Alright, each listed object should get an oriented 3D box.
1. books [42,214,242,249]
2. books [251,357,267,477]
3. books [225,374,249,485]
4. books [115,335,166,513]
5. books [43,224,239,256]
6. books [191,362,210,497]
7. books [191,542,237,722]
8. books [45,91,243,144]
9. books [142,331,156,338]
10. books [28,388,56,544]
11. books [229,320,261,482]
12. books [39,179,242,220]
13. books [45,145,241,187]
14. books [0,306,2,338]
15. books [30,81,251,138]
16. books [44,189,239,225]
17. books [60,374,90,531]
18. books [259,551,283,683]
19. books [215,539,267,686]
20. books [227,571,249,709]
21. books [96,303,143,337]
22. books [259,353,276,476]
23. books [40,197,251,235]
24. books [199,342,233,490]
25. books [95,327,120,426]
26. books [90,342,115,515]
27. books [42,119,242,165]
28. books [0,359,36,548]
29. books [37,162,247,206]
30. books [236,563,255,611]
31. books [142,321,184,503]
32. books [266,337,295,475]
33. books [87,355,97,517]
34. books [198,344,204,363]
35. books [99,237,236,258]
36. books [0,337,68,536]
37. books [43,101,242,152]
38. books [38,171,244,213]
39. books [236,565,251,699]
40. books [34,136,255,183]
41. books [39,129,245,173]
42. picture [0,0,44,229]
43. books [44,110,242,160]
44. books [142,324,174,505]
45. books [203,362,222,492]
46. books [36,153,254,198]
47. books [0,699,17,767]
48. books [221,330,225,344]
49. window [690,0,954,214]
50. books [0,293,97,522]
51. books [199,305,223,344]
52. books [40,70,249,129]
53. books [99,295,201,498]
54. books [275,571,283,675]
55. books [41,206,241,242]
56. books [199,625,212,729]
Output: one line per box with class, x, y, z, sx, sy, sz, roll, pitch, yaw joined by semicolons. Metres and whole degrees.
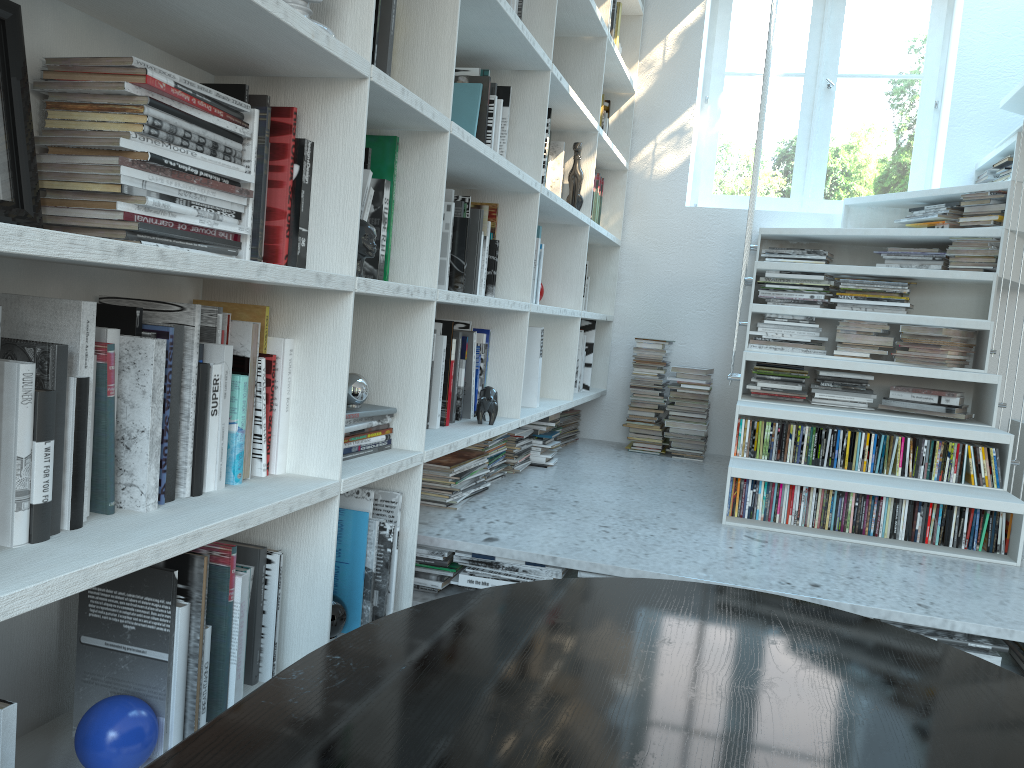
books;-0.551;-0.228;1.342;0.159;0.012;0.285;6;4;10
books;-0.511;0.051;1.568;0.169;0.212;0.042;6;5;15
books;-0.530;0.069;1.502;0.169;0.183;0.023;6;5;15
books;-0.594;0.049;1.276;0.191;0.245;0.026;6;5;15
books;-0.559;-0.217;1.345;0.161;0.012;0.254;6;5;17
books;-0.565;0.062;1.395;0.183;0.207;0.024;6;5;15
books;-0.531;0.394;1.439;0.169;0.294;0.015;6;5;15
books;-0.539;-0.396;1.328;0.161;0.012;0.254;6;4;11
books;-0.602;0.043;1.312;0.158;0.252;0.011;6;5;15
books;-0.642;0.091;1.086;0.174;0.184;0.029;6;5;15
books;-0.528;0.022;1.535;0.175;0.272;0.026;6;5;15
books;-0.559;-0.277;1.341;0.159;0.012;0.285;6;5;15
books;-0.543;-0.323;1.334;0.161;0.012;0.254;6;4;10
books;-0.663;0.044;1.021;0.166;0.282;0.013;6;5;15
books;-0.542;-0.408;1.328;0.159;0.012;0.285;6;5;17
books;-0.549;-0.264;1.339;0.161;0.012;0.254;6;4;10
books;-0.628;0.081;1.152;0.165;0.196;0.023;6;5;15
books;-0.498;0.412;1.607;0.167;0.239;0.010;6;5;15
books;-0.509;0.407;1.593;0.130;0.249;0.022;6;5;15
books;-0.525;0.418;1.457;0.180;0.244;0.021;6;5;15
books;-0.610;0.026;1.300;0.134;0.286;0.014;6;5;15
books;-0.505;0.047;1.593;0.166;0.217;0.011;6;5;15
books;-0.549;-0.252;1.340;0.159;0.012;0.285;7;5;20
books;-0.546;0.046;1.452;0.174;0.235;0.023;6;5;15
books;-0.626;0.043;1.258;0.136;0.255;0.025;6;5;15
books;-0.620;0.055;1.228;0.159;0.237;0.031;6;5;15
books;-0.544;-0.359;1.332;0.161;0.012;0.254;6;4;12
books;-0.652;0.075;1.061;0.174;0.217;0.023;6;5;15
books;-0.552;-0.300;1.338;0.159;0.012;0.285;6;5;17
books;-0.530;0.422;1.560;0.132;0.220;0.053;6;5;15
books;-0.576;0.037;1.335;0.161;0.265;0.028;6;5;15
books;-0.490;0.032;1.622;0.176;0.246;0.033;6;5;15
books;-0.635;0.064;1.205;0.140;0.221;0.025;6;5;15
books;-0.569;0.046;1.415;0.154;0.235;0.014;6;5;15
books;-0.556;-0.204;1.345;0.161;0.012;0.254;6;4;11
books;-0.639;0.062;1.113;0.165;0.238;0.029;6;5;15
books;-0.542;-0.384;1.330;0.161;0.012;0.254;6;4;12
books;-0.555;-0.288;1.340;0.159;0.012;0.285;6;5;16
books;-0.523;0.420;1.518;0.146;0.233;0.024;6;5;15
books;-0.542;-0.335;1.333;0.159;0.012;0.285;7;5;20
books;-0.545;-0.347;1.333;0.161;0.012;0.254;7;5;18
picture;-0.684;-0.340;1.030;0.077;0.300;0.300;6;5;15
books;-0.541;-0.371;1.330;0.161;0.012;0.254;6;4;11
books;-0.588;0.039;1.319;0.181;0.262;0.010;6;5;15
books;-0.554;0.062;1.431;0.167;0.204;0.023;6;5;15
books;-0.544;-0.311;1.335;0.159;0.012;0.285;7;5;20
books;-0.647;0.455;1.010;0.174;0.218;0.021;6;5;15
books;-0.555;0.031;1.488;0.145;0.256;0.014;6;5;15
window;1.497;-1.422;4.332;1.117;1.227;0.042;6;5;15
books;-0.630;0.031;1.175;0.152;0.292;0.026;6;5;15
books;-0.550;0.014;1.470;0.137;0.294;0.014;6;5;15
books;-0.534;-0.419;1.325;0.159;0.012;0.285;6;4;10
books;-0.568;0.018;1.374;0.177;0.297;0.012;6;5;15
books;-0.497;0.432;1.627;0.146;0.196;0.027;6;5;15
books;-0.560;-0.241;1.344;0.159;0.012;0.285;6;5;14
books;-0.548;0.453;1.370;0.170;0.185;0.025;6;5;15
